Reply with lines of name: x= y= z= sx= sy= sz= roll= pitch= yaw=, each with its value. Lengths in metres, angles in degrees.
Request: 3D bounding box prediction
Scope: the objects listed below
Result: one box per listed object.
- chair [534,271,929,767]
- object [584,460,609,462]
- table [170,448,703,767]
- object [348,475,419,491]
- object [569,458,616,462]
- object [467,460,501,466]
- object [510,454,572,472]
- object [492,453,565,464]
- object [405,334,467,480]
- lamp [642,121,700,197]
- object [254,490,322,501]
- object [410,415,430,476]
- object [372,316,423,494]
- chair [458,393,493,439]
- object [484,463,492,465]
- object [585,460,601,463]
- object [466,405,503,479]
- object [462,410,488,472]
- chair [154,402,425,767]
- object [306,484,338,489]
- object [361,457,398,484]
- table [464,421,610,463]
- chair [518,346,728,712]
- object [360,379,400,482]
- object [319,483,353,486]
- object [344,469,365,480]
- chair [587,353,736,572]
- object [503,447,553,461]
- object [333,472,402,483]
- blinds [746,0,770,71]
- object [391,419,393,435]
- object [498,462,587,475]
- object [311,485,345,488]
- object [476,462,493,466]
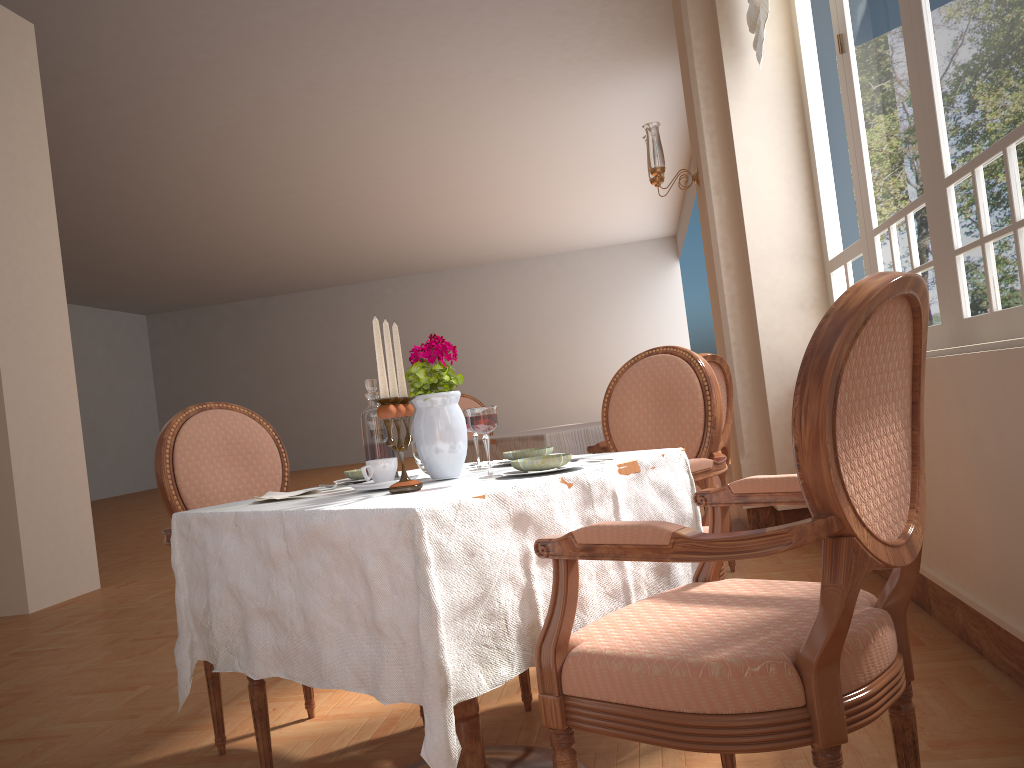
chair: x=0.391 y=0.333 z=1.405 sx=0.593 sy=0.931 sz=0.520 roll=-8 pitch=-1 yaw=42
object: x=0.142 y=0.155 z=1.765 sx=0.016 sy=0.002 sz=0.125 roll=-6 pitch=-2 yaw=-44
table: x=-0.129 y=0.536 z=1.867 sx=0.830 sy=0.680 sz=0.836 roll=-8 pitch=-2 yaw=42
object: x=-0.254 y=0.198 z=1.765 sx=0.119 sy=0.016 sz=0.119 roll=-8 pitch=-2 yaw=28
object: x=0.159 y=0.152 z=1.784 sx=0.126 sy=0.006 sz=0.027 roll=-9 pitch=-2 yaw=44
object: x=-0.062 y=0.189 z=2.144 sx=0.027 sy=0.006 sz=0.125 roll=-9 pitch=-2 yaw=44
object: x=0.056 y=0.152 z=1.682 sx=0.117 sy=0.024 sz=0.117 roll=-6 pitch=-2 yaw=-40
object: x=0.039 y=0.174 z=2.043 sx=0.171 sy=0.005 sz=0.171 roll=-8 pitch=-2 yaw=39
object: x=-0.159 y=0.043 z=1.819 sx=0.124 sy=0.302 sz=0.143 roll=-7 pitch=-1 yaw=7
lamp: x=0.887 y=-1.255 z=4.956 sx=0.274 sy=0.362 sz=0.320 roll=-7 pitch=-1 yaw=9
object: x=-0.493 y=0.232 z=1.840 sx=0.094 sy=0.012 sz=0.234 roll=-6 pitch=-2 yaw=-43
object: x=-0.175 y=0.132 z=1.941 sx=0.093 sy=0.138 sz=0.093 roll=-8 pitch=-1 yaw=37
object: x=-0.215 y=0.038 z=1.640 sx=0.059 sy=0.325 sz=0.177 roll=-7 pitch=-1 yaw=7
chair: x=-0.125 y=0.492 z=4.915 sx=0.520 sy=0.931 sz=0.593 roll=-6 pitch=-1 yaw=-37
object: x=-0.030 y=0.185 z=2.110 sx=0.127 sy=0.004 sz=0.013 roll=-6 pitch=-2 yaw=-44
object: x=0.125 y=0.156 z=1.752 sx=0.013 sy=0.004 sz=0.127 roll=-6 pitch=-2 yaw=-44
object: x=-0.048 y=0.110 z=1.681 sx=0.062 sy=0.135 sz=0.062 roll=-8 pitch=-1 yaw=40
object: x=-0.079 y=0.121 z=1.941 sx=0.062 sy=0.135 sz=0.062 roll=-8 pitch=-1 yaw=40
chair: x=-0.618 y=0.485 z=2.337 sx=0.593 sy=0.931 sz=0.520 roll=-8 pitch=-1 yaw=42
object: x=-0.432 y=0.232 z=1.993 sx=0.126 sy=0.006 sz=0.027 roll=-9 pitch=-2 yaw=41
object: x=-0.264 y=0.176 z=1.763 sx=0.078 sy=0.049 sz=0.062 roll=-7 pitch=-1 yaw=-19
table: x=0.269 y=0.555 z=4.357 sx=0.830 sy=0.677 sz=0.830 roll=-6 pitch=-2 yaw=-37
chair: x=0.319 y=0.369 z=2.392 sx=0.521 sy=0.931 sz=0.592 roll=-8 pitch=-1 yaw=42
object: x=-0.284 y=0.101 z=1.866 sx=0.074 sy=0.222 sz=0.074 roll=-7 pitch=-1 yaw=-12
object: x=-0.400 y=0.229 z=2.027 sx=0.127 sy=0.004 sz=0.013 roll=-9 pitch=-2 yaw=43
object: x=-0.338 y=0.212 z=2.101 sx=0.117 sy=0.024 sz=0.117 roll=-8 pitch=-2 yaw=19
chair: x=0.682 y=0.361 z=3.801 sx=0.520 sy=0.931 sz=0.593 roll=-6 pitch=-1 yaw=-37
object: x=0.039 y=0.164 z=2.042 sx=0.117 sy=0.024 sz=0.117 roll=-7 pitch=-2 yaw=-12
object: x=-0.337 y=0.223 z=2.101 sx=0.171 sy=0.005 sz=0.171 roll=-6 pitch=-2 yaw=-44
blinds: x=1.065 y=-2.195 z=3.943 sx=0.072 sy=1.376 sz=0.843 roll=-7 pitch=-1 yaw=9
object: x=-0.284 y=0.147 z=1.955 sx=0.062 sy=0.135 sz=0.062 roll=-8 pitch=-1 yaw=40
object: x=0.058 y=0.162 z=1.682 sx=0.171 sy=0.005 sz=0.171 roll=-6 pitch=-2 yaw=-31
object: x=-0.416 y=0.232 z=2.013 sx=0.125 sy=0.002 sz=0.016 roll=-9 pitch=-2 yaw=43
object: x=-0.042 y=0.188 z=2.127 sx=0.125 sy=0.002 sz=0.016 roll=-6 pitch=-2 yaw=-44
